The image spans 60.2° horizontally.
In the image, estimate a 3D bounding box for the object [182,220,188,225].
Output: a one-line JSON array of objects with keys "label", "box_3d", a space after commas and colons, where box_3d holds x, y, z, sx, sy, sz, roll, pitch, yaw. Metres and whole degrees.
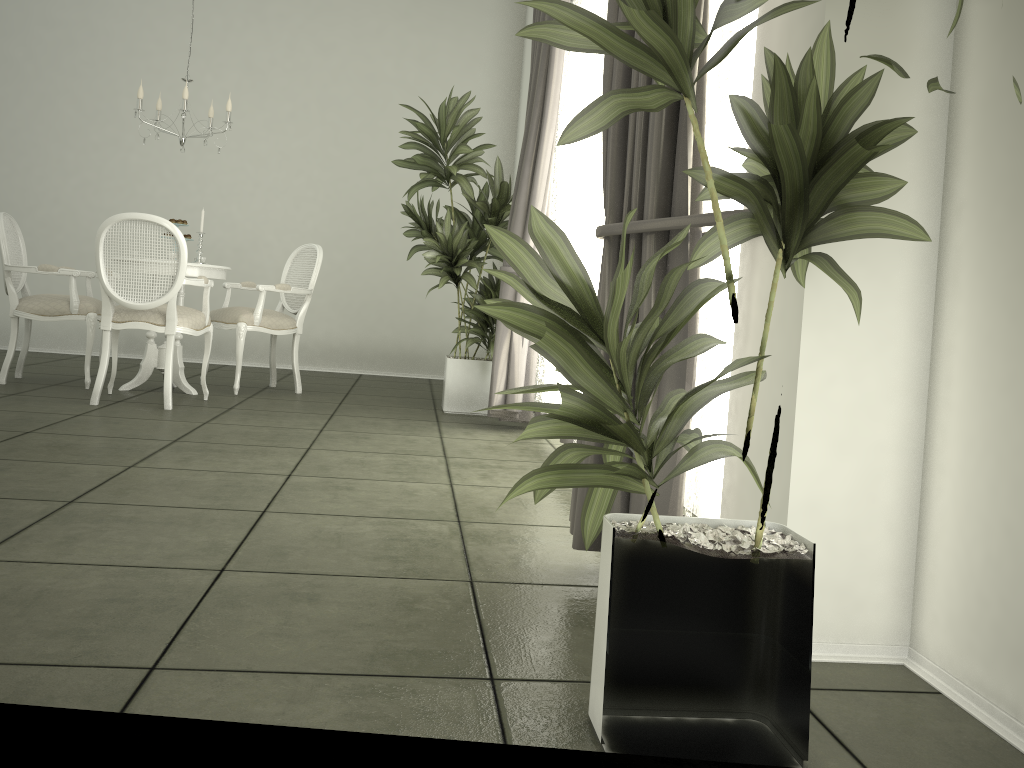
[{"label": "object", "box_3d": [-2.113, -1.042, 5.699, 0.039, 0.032, 0.039, 5, 3, 14]}]

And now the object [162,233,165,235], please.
[{"label": "object", "box_3d": [-2.234, -0.961, 5.685, 0.039, 0.032, 0.039, 2, 4, -41]}]

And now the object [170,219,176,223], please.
[{"label": "object", "box_3d": [-2.170, -1.043, 5.656, 0.039, 0.032, 0.039, 4, 3, -1]}]

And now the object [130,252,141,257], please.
[{"label": "object", "box_3d": [-2.458, -0.833, 5.745, 0.078, 0.049, 0.062, 5, 3, 3]}]

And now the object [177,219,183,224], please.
[{"label": "object", "box_3d": [-2.129, -1.040, 5.661, 0.039, 0.032, 0.039, 7, 3, 39]}]

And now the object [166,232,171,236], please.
[{"label": "object", "box_3d": [-2.190, -0.953, 5.626, 0.039, 0.032, 0.039, 7, 4, 44]}]

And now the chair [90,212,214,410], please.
[{"label": "chair", "box_3d": [-2.071, -0.419, 5.056, 0.594, 1.064, 0.691, 4, 1, -6]}]

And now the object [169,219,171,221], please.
[{"label": "object", "box_3d": [-2.195, -1.048, 5.689, 0.039, 0.032, 0.039, 5, 3, 14]}]

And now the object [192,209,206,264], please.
[{"label": "object", "box_3d": [-1.974, -0.942, 5.604, 0.087, 0.365, 0.088, 5, 0, -29]}]

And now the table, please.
[{"label": "table", "box_3d": [-2.228, -0.370, 5.697, 0.739, 0.830, 0.742, 4, 2, -10]}]

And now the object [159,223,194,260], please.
[{"label": "object", "box_3d": [-2.165, -0.906, 5.693, 0.211, 0.249, 0.210, 5, 2, 26]}]

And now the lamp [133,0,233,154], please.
[{"label": "lamp", "box_3d": [-2.048, -2.732, 5.708, 0.592, 2.439, 0.594, 5, 0, -29]}]

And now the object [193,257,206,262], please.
[{"label": "object", "box_3d": [-2.083, -0.821, 5.890, 0.077, 0.049, 0.063, 3, 3, -27]}]

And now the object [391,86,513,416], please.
[{"label": "object", "box_3d": [-0.252, -0.868, 5.894, 1.041, 2.097, 1.161, 5, 1, 11]}]

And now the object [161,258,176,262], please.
[{"label": "object", "box_3d": [-2.122, -0.766, 5.485, 0.118, 0.016, 0.119, 3, 5, -17]}]

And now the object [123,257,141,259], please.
[{"label": "object", "box_3d": [-2.410, -0.799, 5.601, 0.118, 0.016, 0.119, 3, 5, -17]}]

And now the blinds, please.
[{"label": "blinds", "box_3d": [0.430, -0.893, 3.802, 0.660, 2.600, 3.672, 4, 3, -7]}]

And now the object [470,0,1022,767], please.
[{"label": "object", "box_3d": [0.426, -0.436, 1.395, 1.041, 2.097, 1.161, 5, 1, 11]}]

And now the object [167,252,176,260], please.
[{"label": "object", "box_3d": [-2.113, -0.789, 5.482, 0.078, 0.049, 0.062, 6, 3, 26]}]

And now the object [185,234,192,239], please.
[{"label": "object", "box_3d": [-2.088, -0.951, 5.702, 0.039, 0.032, 0.039, 6, 3, 34]}]

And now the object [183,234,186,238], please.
[{"label": "object", "box_3d": [-2.132, -0.960, 5.760, 0.039, 0.032, 0.039, 7, 4, 44]}]

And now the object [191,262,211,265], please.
[{"label": "object", "box_3d": [-2.078, -0.797, 5.893, 0.118, 0.016, 0.119, 4, 5, -7]}]

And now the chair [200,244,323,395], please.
[{"label": "chair", "box_3d": [-1.727, -0.488, 6.189, 0.688, 1.064, 0.597, 4, 1, -41]}]

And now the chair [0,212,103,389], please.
[{"label": "chair", "box_3d": [-2.953, -0.538, 5.654, 0.688, 1.064, 0.596, 4, 1, -16]}]
